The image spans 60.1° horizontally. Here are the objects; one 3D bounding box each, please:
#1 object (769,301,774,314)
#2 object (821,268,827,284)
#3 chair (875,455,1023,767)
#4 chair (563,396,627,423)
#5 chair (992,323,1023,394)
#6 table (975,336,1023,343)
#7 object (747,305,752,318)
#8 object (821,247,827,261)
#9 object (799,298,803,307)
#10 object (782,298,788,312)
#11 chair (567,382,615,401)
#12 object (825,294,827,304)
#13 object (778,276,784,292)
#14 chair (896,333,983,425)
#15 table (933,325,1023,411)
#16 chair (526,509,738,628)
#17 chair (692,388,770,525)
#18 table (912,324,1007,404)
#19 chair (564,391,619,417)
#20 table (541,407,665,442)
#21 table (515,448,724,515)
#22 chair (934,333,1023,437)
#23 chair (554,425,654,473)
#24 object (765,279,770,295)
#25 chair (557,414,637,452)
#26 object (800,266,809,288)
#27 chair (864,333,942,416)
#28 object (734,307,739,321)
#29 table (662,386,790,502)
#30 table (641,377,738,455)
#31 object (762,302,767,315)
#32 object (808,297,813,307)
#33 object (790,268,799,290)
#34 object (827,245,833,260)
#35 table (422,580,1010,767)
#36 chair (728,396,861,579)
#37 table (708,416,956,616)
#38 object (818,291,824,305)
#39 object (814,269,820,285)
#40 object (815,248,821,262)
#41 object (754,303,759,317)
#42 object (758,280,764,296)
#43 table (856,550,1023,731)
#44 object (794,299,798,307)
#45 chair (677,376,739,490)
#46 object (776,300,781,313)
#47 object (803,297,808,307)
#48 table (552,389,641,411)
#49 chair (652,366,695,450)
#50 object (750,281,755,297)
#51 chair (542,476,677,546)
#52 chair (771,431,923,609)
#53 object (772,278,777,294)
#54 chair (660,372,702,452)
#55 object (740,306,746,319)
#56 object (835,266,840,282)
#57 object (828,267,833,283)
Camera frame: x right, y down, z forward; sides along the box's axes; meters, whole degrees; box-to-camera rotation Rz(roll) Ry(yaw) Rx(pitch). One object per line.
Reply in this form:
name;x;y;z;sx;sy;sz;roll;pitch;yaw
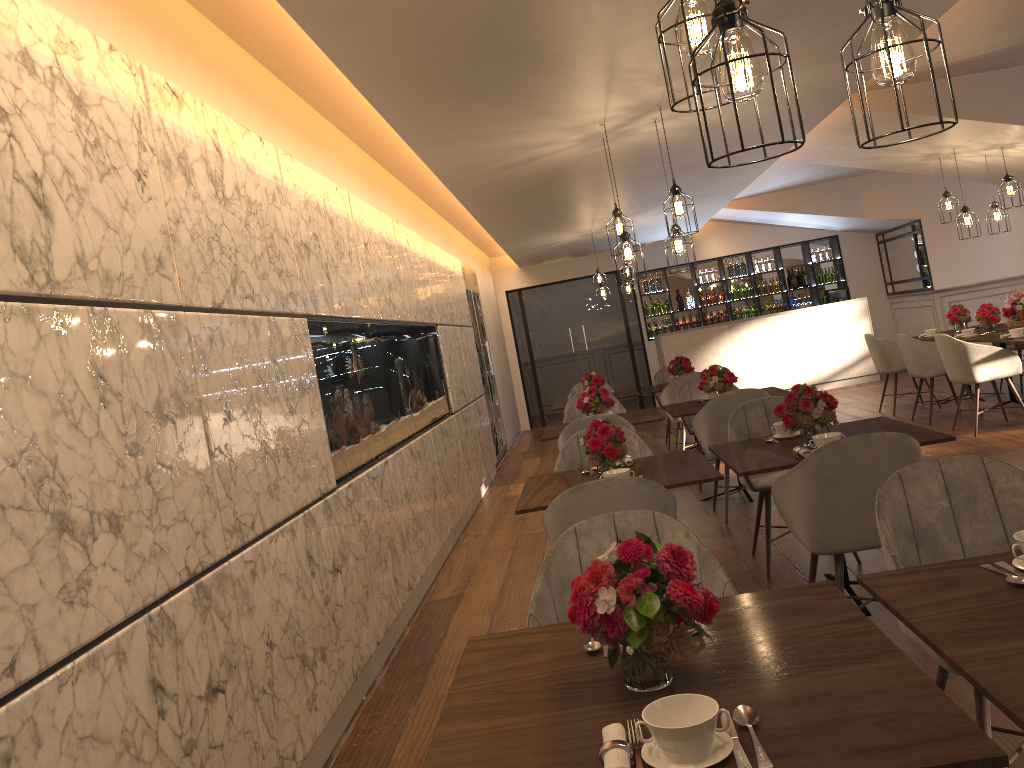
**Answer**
object;4.231;-1.234;14.459;0.065;0.262;0.065;-10;-1;-17
object;5.060;-1.752;14.397;0.065;0.262;0.065;-10;-1;-17
chair;1.303;0.659;2.332;0.564;0.873;0.526;-10;0;5
chair;0.747;0.543;7.445;0.564;0.873;0.526;-10;0;5
chair;5.383;-0.385;9.237;0.526;0.873;0.565;-10;0;5
table;4.611;-0.089;7.433;0.895;0.721;0.897;-10;1;5
object;3.884;-1.171;14.485;0.065;0.262;0.065;-10;-1;-17
object;5.058;-2.114;14.366;0.070;0.236;0.041;-10;-1;4
object;4.712;-1.291;14.422;0.065;0.208;0.065;-10;-1;-40
object;4.448;-1.273;14.443;0.065;0.262;0.065;-10;-1;-17
chair;0.935;0.402;9.915;0.564;0.873;0.526;-10;0;5
object;5.126;-1.395;14.391;0.065;0.262;0.065;-10;-1;-17
object;4.382;-1.630;14.448;0.065;0.262;0.065;-10;-1;-17
chair;4.007;-0.096;8.382;0.526;0.873;0.565;-10;0;5
table;4.682;-0.142;8.369;0.895;0.721;0.897;-10;1;5
chair;0.363;0.829;2.403;0.564;0.873;0.526;-10;0;5
chair;1.572;0.451;6.050;0.564;0.873;0.526;-10;0;5
table;4.754;-0.195;9.305;0.895;0.721;0.897;-10;1;5
chair;0.819;0.480;8.592;0.564;0.873;0.526;-10;0;5
table;0.747;0.648;6.771;0.895;0.721;0.897;-10;1;5
table;0.551;0.794;4.201;0.895;0.721;0.897;-10;1;5
chair;3.936;-0.043;7.445;0.526;0.873;0.565;-10;0;5
chair;0.551;0.689;4.874;0.564;0.873;0.526;-10;0;5
object;4.165;-1.591;14.465;0.065;0.262;0.065;-10;-1;-17
chair;0.631;0.621;6.121;0.564;0.873;0.526;-10;0;5
object;4.738;-1.744;14.396;0.103;0.359;0.104;-11;-1;32
chair;4.079;-0.149;9.318;0.526;0.873;0.565;-10;0;5
object;3.667;-1.132;14.502;0.065;0.262;0.065;-10;-1;-17
table;1.688;0.479;6.700;0.895;0.721;0.897;-10;1;5
table;1.876;0.339;9.170;0.895;0.721;0.897;-10;1;5
object;4.123;-1.214;14.467;0.065;0.262;0.065;-10;-1;-17
object;4.865;-1.319;14.411;0.065;0.208;0.065;-10;-1;-40
object;4.585;-1.714;14.410;0.104;0.360;0.103;-10;-1;-34
object;5.156;-2.131;14.359;0.070;0.236;0.041;-10;-1;4
table;0.363;0.935;1.730;0.895;0.721;0.897;-10;1;5
chair;1.492;0.519;4.802;0.564;0.873;0.526;-10;0;5
table;1.492;0.625;4.129;0.895;0.721;0.897;-10;1;5
object;5.017;-1.376;14.399;0.065;0.264;0.065;-10;-1;-17
object;4.952;-1.733;14.405;0.065;0.264;0.065;-10;-1;-17
object;4.959;-2.096;14.374;0.070;0.236;0.041;-10;-1;4
object;3.992;-1.191;14.477;0.065;0.262;0.065;-10;-1;-17
object;4.057;-1.571;14.473;0.065;0.262;0.065;-10;-1;-17
table;1.304;0.765;1.658;0.895;0.721;0.897;-10;1;5
object;4.636;-1.277;14.428;0.065;0.208;0.065;-10;-1;-40
chair;1.688;0.373;7.373;0.564;0.873;0.526;-10;0;5
object;4.339;-1.253;14.451;0.065;0.262;0.065;-10;-1;-17
object;4.789;-1.305;14.417;0.065;0.208;0.065;-10;-1;-40
table;0.936;0.508;9.242;0.895;0.721;0.897;-10;1;5
chair;1.876;0.233;9.844;0.564;0.873;0.526;-10;0;5
object;3.926;-1.548;14.483;0.065;0.264;0.065;-10;-1;-17
chair;0.435;0.767;3.551;0.564;0.873;0.526;-10;0;5
chair;1.376;0.597;3.479;0.564;0.873;0.526;-10;0;5
object;4.274;-1.610;14.456;0.065;0.262;0.065;-10;-1;-17
chair;1.760;0.311;8.521;0.564;0.873;0.526;-10;0;5
object;3.775;-1.151;14.494;0.065;0.262;0.065;-10;-1;-17
object;5.277;-1.791;14.380;0.065;0.262;0.065;-10;-1;-17
object;5.169;-1.771;14.388;0.065;0.262;0.065;-10;-1;-17
